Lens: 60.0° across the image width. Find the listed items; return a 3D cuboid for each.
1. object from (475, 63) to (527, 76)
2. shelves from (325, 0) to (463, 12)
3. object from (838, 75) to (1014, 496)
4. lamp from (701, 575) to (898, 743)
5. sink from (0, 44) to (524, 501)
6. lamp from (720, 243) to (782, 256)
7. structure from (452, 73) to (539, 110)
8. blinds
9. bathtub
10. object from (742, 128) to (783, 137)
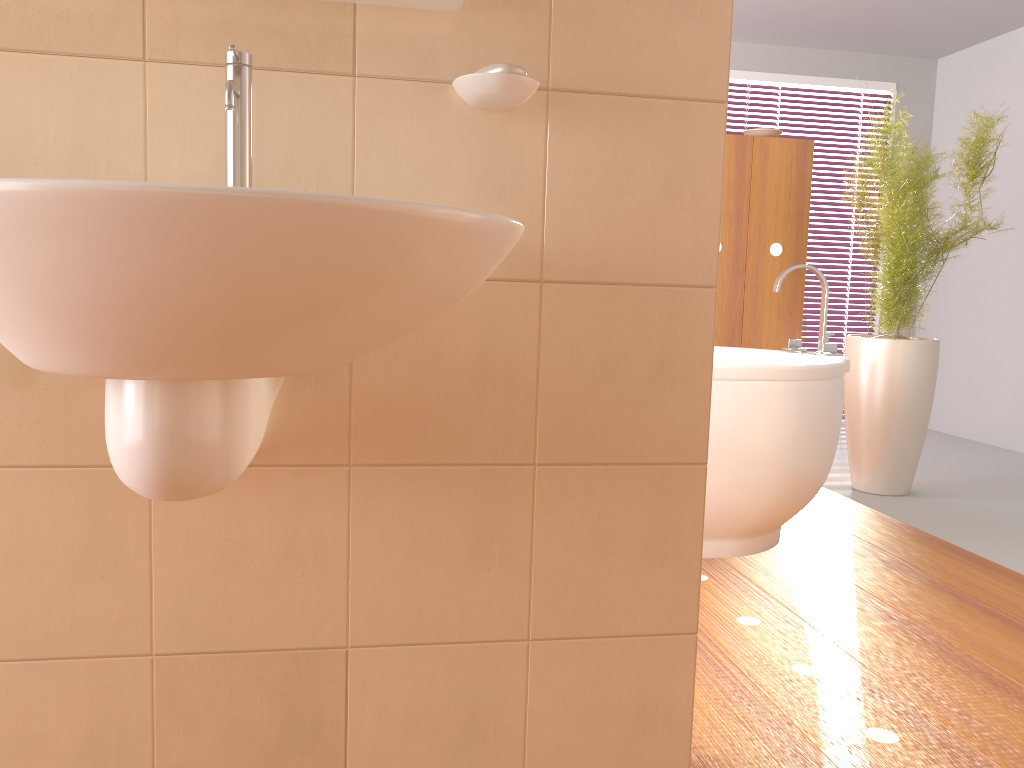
[{"bbox_3d":[-0.017,-0.413,1.187,0.075,0.023,0.050,8,9,44],"label":"object"},{"bbox_3d":[-0.333,-0.527,1.094,0.554,0.050,0.138,1,6,-10],"label":"shelves"},{"bbox_3d":[1.657,-0.324,3.580,0.683,1.557,1.335,4,7,22],"label":"object"},{"bbox_3d":[-0.768,0.681,0.817,3.173,0.001,2.893,1,6,-10],"label":"lamp"},{"bbox_3d":[-0.310,-0.125,0.941,0.683,0.516,0.539,1,6,-10],"label":"sink"},{"bbox_3d":[0.593,-0.588,3.738,1.169,0.052,0.001,1,6,-10],"label":"lamp"},{"bbox_3d":[-0.019,-0.391,1.188,0.117,0.029,0.092,1,6,-10],"label":"structure"},{"bbox_3d":[-0.016,-0.804,5.149,4.712,2.022,0.032,1,6,-10],"label":"blinds"},{"bbox_3d":[0.215,0.033,2.906,1.874,0.900,0.888,1,6,-10],"label":"bathtub"},{"bbox_3d":[1.101,-1.087,3.907,0.173,0.046,0.173,1,6,-10],"label":"object"}]
